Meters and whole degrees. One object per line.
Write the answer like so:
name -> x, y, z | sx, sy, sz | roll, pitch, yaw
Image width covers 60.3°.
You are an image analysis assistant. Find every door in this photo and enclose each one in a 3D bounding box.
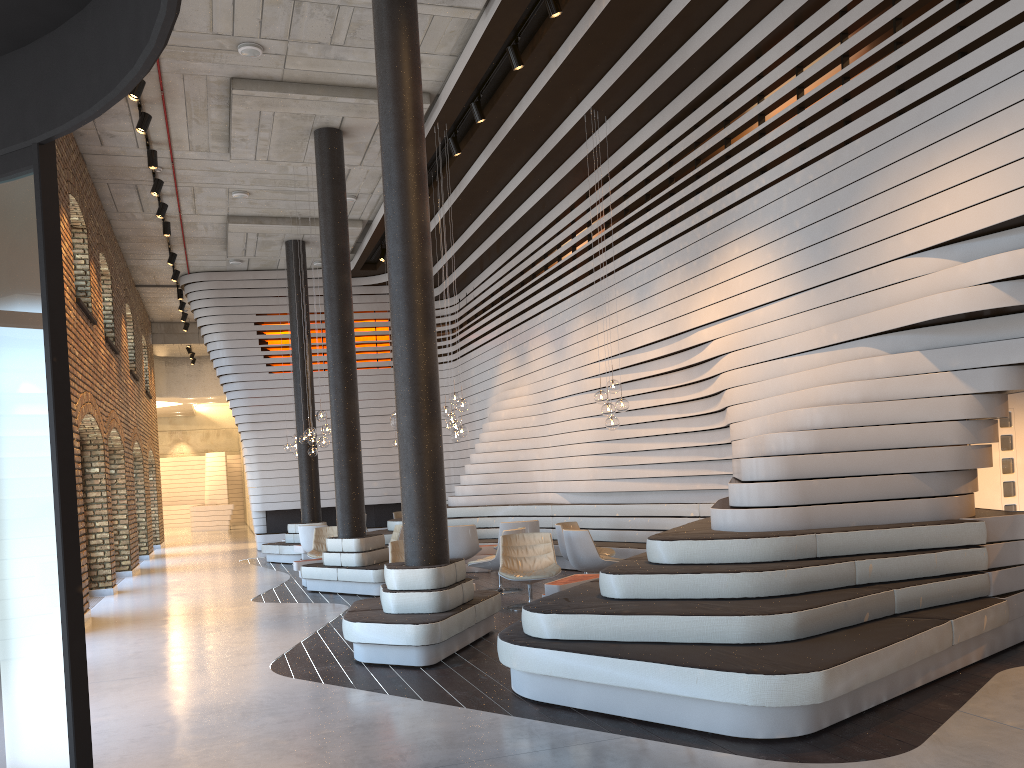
door -> 4.794, 0.968, 8.534 | 0.966, 2.104, 0.164 | -3, 0, -18
door -> -2.063, 0.306, 1.171 | 3.192, 2.849, 3.274 | -3, -3, -11

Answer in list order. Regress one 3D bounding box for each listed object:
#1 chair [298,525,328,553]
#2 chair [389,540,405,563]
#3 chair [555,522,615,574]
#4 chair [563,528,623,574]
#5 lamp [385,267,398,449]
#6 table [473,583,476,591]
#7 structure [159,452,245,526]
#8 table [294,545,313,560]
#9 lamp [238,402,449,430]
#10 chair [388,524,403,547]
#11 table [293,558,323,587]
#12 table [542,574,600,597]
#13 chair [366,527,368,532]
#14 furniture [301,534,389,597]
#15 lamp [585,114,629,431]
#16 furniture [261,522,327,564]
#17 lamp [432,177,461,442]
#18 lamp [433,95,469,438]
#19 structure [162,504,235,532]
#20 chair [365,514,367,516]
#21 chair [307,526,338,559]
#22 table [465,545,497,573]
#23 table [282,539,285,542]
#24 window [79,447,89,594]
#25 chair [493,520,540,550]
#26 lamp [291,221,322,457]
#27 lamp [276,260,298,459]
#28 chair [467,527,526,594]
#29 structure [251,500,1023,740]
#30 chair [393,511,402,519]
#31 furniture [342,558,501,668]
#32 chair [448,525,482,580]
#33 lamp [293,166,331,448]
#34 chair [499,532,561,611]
chair -> -3.219, 2.729, 14.797 | 0.660, 0.765, 0.708 | -4, -3, 19
chair -> -0.987, 2.060, 9.443 | 0.653, 0.765, 0.716 | -3, -3, -17
chair -> 0.917, 2.108, 11.012 | 0.716, 0.766, 0.653 | -5, -3, 26
chair -> 0.952, 2.002, 9.984 | 0.707, 0.766, 0.662 | -2, -2, -19
lamp -> -2.325, -0.897, 18.082 | 0.546, 4.672, 0.293 | -3, 0, 7
table -> -0.831, 2.170, 8.665 | 0.901, 0.370, 0.417 | -2, -3, -16
structure -> -12.975, 4.387, 36.045 | 4.510, 2.862, 5.867 | -2, -5, -18
table -> -3.388, 3.014, 15.558 | 0.903, 0.370, 0.416 | -2, -3, -10
lamp -> 1.889, -2.380, 4.074 | 8.988, 4.606, 42.295 | -2, -6, -18
chair -> -1.826, 2.451, 12.838 | 0.707, 0.766, 0.661 | -3, -2, -15
table -> -2.664, 2.669, 12.555 | 0.900, 0.370, 0.417 | -1, -4, -25
table -> 0.619, 2.078, 8.590 | 0.418, 0.370, 0.899 | -6, -6, 44
chair -> -2.740, 2.943, 17.189 | 0.707, 0.766, 0.661 | -3, -2, -14
furniture -> -1.839, 2.362, 11.719 | 1.790, 0.721, 1.266 | -8, -6, 42
lamp -> 1.024, -1.795, 10.370 | 0.336, 4.711, 0.527 | -3, 0, 34
furniture -> -4.045, 2.988, 16.650 | 1.267, 0.721, 1.789 | -2, -5, -23
lamp -> -1.043, -1.439, 13.452 | 0.291, 4.672, 0.548 | -3, 0, -23
lamp -> -0.851, -1.654, 11.521 | 0.308, 4.738, 0.664 | -3, 0, -10
structure -> -12.004, 5.104, 33.930 | 2.533, 0.896, 7.579 | 1, -7, -40
chair -> -3.338, 3.078, 18.185 | 0.707, 0.766, 0.661 | -3, -2, -16
chair -> -2.743, 2.558, 13.369 | 0.656, 0.765, 0.713 | -3, -2, 0
table -> -0.580, 2.606, 13.132 | 0.910, 0.370, 0.413 | -5, -3, 15
table -> -4.244, 3.293, 17.835 | 0.899, 0.370, 0.418 | 1, -5, -40
window -> -5.813, 1.664, 11.472 | 0.129, 2.533, 2.374 | -3, -2, -19
chair -> 0.083, 2.295, 12.386 | 0.654, 0.765, 0.715 | -3, -3, -11
lamp -> -3.572, -1.041, 15.394 | 0.277, 4.626, 0.540 | -3, 0, 33
lamp -> -4.589, -0.765, 18.108 | 0.277, 4.626, 0.540 | -3, 0, 31
chair -> -0.167, 2.141, 10.720 | 0.715, 0.766, 0.654 | -4, -2, 22
structure -> -0.137, 2.340, 13.499 | 5.740, 0.926, 18.387 | -1, -6, -22
chair -> -2.081, 3.003, 18.158 | 0.651, 0.766, 0.718 | -1, -3, -45
furniture -> -0.917, 1.886, 7.528 | 1.281, 0.721, 1.770 | -5, -5, 17
chair -> -0.746, 2.325, 12.209 | 0.657, 0.765, 0.712 | -3, -2, 2
lamp -> -2.903, -1.389, 12.879 | 0.540, 4.672, 0.296 | -3, 0, -33
chair -> 0.183, 1.982, 9.347 | 0.656, 0.765, 0.713 | -3, -2, -2
